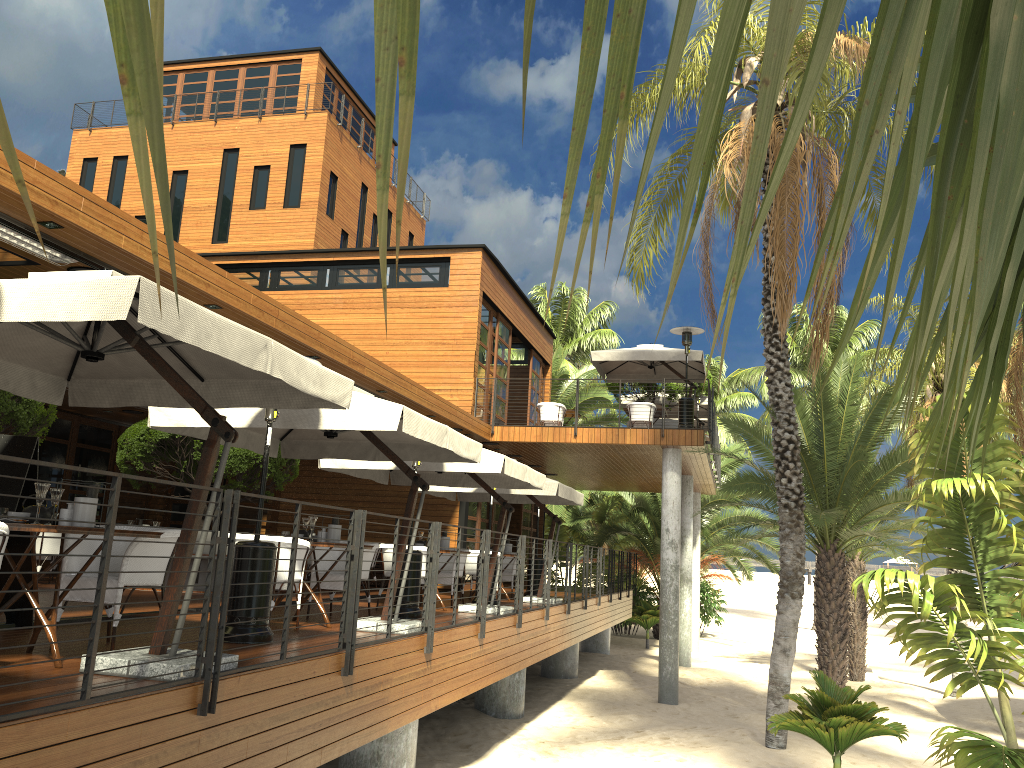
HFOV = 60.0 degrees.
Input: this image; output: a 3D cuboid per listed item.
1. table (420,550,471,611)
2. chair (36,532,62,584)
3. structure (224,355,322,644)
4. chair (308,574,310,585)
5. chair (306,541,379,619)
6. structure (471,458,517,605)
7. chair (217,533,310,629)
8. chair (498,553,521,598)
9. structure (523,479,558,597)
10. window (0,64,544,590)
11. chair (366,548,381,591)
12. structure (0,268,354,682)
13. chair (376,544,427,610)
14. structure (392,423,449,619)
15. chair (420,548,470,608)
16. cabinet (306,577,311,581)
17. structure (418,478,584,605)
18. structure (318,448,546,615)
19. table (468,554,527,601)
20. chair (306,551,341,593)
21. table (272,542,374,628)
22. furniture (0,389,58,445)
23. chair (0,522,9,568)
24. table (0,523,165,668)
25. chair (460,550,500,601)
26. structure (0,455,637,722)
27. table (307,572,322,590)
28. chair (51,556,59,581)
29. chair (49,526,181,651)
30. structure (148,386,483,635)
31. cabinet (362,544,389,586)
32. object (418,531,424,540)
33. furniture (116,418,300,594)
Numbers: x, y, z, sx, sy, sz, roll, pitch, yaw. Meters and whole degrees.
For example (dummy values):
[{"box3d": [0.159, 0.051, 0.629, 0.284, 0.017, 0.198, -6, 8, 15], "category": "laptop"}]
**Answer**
[{"box3d": [-1.123, 2.527, 11.504, 0.931, 0.752, 0.928, 0, -12, 14], "category": "table"}, {"box3d": [-6.353, 2.351, 12.162, 0.616, 0.791, 0.625, -5, -14, 35], "category": "chair"}, {"box3d": [-1.916, 0.829, 6.799, 0.699, 2.201, 0.696, 3, -12, 2], "category": "structure"}, {"box3d": [-3.767, 3.219, 15.906, 0.626, 0.791, 0.615, 10, -13, -29], "category": "chair"}, {"box3d": [-1.727, 2.010, 9.109, 0.627, 0.791, 0.614, 0, -12, 15], "category": "chair"}, {"box3d": [-0.333, 2.143, 13.118, 0.699, 2.201, 0.696, 3, -12, 2], "category": "structure"}, {"box3d": [-2.134, 1.692, 7.588, 0.627, 0.791, 0.614, 0, -12, 15], "category": "chair"}, {"box3d": [-0.120, 3.344, 15.527, 0.627, 0.791, 0.614, 0, -12, 15], "category": "chair"}, {"box3d": [0.461, 2.802, 16.289, 0.699, 2.201, 0.696, 3, -12, 2], "category": "structure"}, {"box3d": [-5.309, -4.673, 20.978, 14.485, 18.032, 38.281, 5, -11, -8], "category": "window"}, {"box3d": [-2.631, 3.204, 15.510, 0.616, 0.791, 0.626, 10, -13, -29], "category": "chair"}, {"box3d": [-2.598, 0.432, 5.287, 2.413, 2.342, 2.404, 0, -12, 14], "category": "structure"}, {"box3d": [-1.323, 2.365, 10.825, 0.627, 0.791, 0.614, 0, -12, 15], "category": "chair"}, {"box3d": [-1.126, 1.485, 9.953, 0.699, 2.201, 0.696, 3, -12, 2], "category": "structure"}, {"box3d": [-0.931, 2.671, 12.290, 0.627, 0.791, 0.614, 0, -12, 15], "category": "chair"}, {"box3d": [-4.011, 3.541, 17.739, 1.611, 0.841, 0.555, 0, -12, 14], "category": "cabinet"}, {"box3d": [-0.194, 2.428, 14.884, 2.413, 2.342, 2.404, 0, -12, 14], "category": "structure"}, {"box3d": [-0.996, 1.763, 11.685, 2.413, 2.342, 2.404, 0, -12, 14], "category": "structure"}, {"box3d": [-0.317, 3.196, 14.721, 0.931, 0.752, 0.928, 0, -12, 14], "category": "table"}, {"box3d": [-3.042, 2.972, 14.433, 0.626, 0.791, 0.615, 10, -13, -29], "category": "chair"}, {"box3d": [-1.926, 1.860, 8.296, 0.931, 0.752, 0.928, 0, -12, 14], "category": "table"}, {"box3d": [-5.916, 0.682, 8.433, 2.567, 2.733, 2.711, 7, -12, -20], "category": "furniture"}, {"box3d": [-2.948, 1.016, 4.338, 0.627, 0.791, 0.614, 0, -12, 15], "category": "chair"}, {"box3d": [-2.729, 1.193, 5.088, 0.931, 0.752, 0.928, 0, -12, 14], "category": "table"}, {"box3d": [-0.513, 3.038, 14.062, 0.627, 0.791, 0.614, 0, -12, 15], "category": "chair"}, {"box3d": [0.270, 2.695, 12.186, 0.163, 1.157, 26.168, 0, -11, 14], "category": "structure"}, {"box3d": [-3.498, 3.109, 15.165, 1.166, 0.752, 1.161, -1, -12, 19], "category": "table"}, {"box3d": [-6.446, 2.569, 13.313, 0.627, 0.791, 0.615, -5, -14, 35], "category": "chair"}, {"box3d": [-2.555, 1.323, 5.804, 0.627, 0.791, 0.614, 0, -12, 15], "category": "chair"}, {"box3d": [-1.797, 1.098, 8.486, 2.413, 2.342, 2.404, 0, -12, 14], "category": "structure"}, {"box3d": [-2.437, 3.550, 17.345, 1.611, 0.841, 0.555, 0, -12, 14], "category": "cabinet"}, {"box3d": [-1.224, 2.090, 11.869, 0.082, 0.228, 0.081, 0, -12, 15], "category": "object"}, {"box3d": [-4.619, 1.704, 13.326, 2.616, 2.733, 2.684, 2, -12, 5], "category": "furniture"}]
